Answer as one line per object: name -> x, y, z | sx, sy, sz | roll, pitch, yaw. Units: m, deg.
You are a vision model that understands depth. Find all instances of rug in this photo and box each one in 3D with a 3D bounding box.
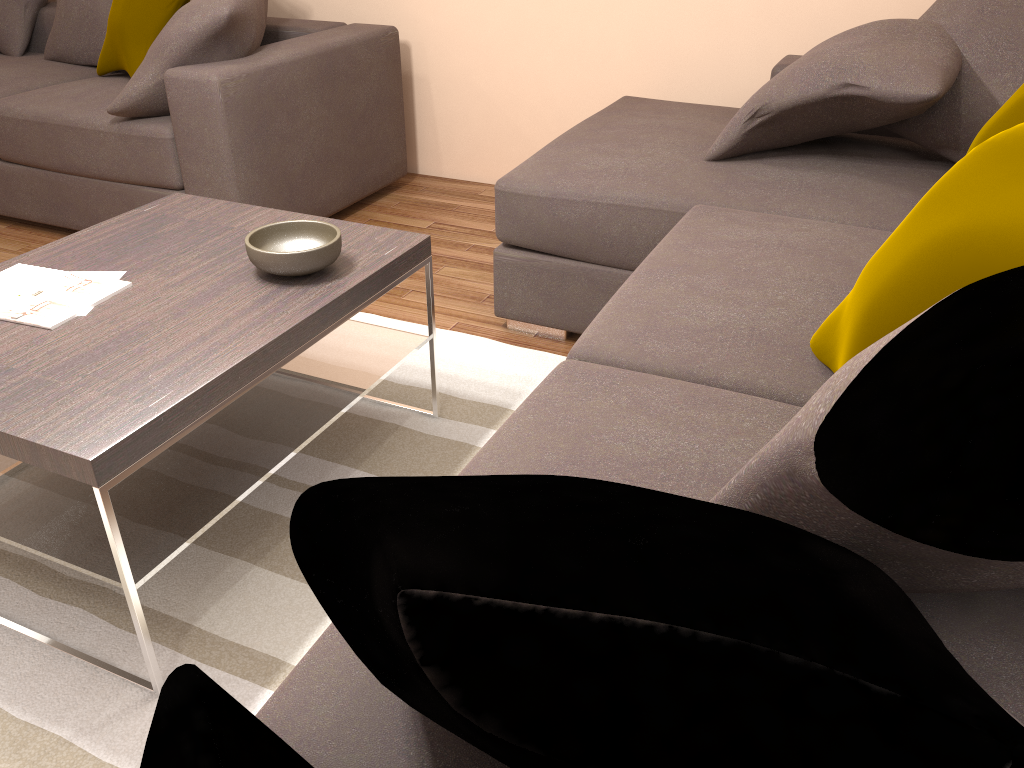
rug -> -0.836, 0.264, 2.289 | 1.791, 0.024, 2.122 | 13, 33, 21

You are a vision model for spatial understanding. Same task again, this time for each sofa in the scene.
sofa -> -2.521, -1.250, 4.169 | 3.565, 0.776, 1.906 | 13, 33, 21
sofa -> 0.579, -0.073, 2.125 | 1.906, 0.776, 3.565 | 13, 33, 21

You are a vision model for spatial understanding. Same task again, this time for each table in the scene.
table -> -0.830, 0.020, 2.153 | 0.856, 0.558, 1.110 | 13, 33, 21

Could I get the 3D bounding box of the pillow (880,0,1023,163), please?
pillow -> 1.459, -1.015, 2.738 | 0.483, 0.578, 0.806 | -11, 32, -17

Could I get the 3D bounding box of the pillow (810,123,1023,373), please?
pillow -> 0.709, -0.115, 1.387 | 0.382, 0.492, 0.658 | 7, 31, 12

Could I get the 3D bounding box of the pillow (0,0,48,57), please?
pillow -> -2.674, -2.082, 4.739 | 0.787, 0.576, 0.431 | 23, 37, 34

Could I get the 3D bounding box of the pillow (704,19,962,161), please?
pillow -> 1.030, -0.909, 2.780 | 0.645, 0.415, 0.792 | 16, 34, 26

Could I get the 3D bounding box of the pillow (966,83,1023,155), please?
pillow -> 1.366, -0.619, 2.305 | 0.335, 0.486, 0.631 | 15, 33, 24

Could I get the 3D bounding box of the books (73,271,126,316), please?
books -> -1.073, -0.200, 1.987 | 0.332, 0.008, 0.241 | -1, 30, -1

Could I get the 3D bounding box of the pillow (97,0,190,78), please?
pillow -> -1.587, -1.586, 3.893 | 0.382, 0.492, 0.658 | -24, 38, -34

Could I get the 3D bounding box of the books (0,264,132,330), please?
books -> -1.062, -0.198, 1.970 | 0.332, 0.010, 0.241 | 10, 32, 17

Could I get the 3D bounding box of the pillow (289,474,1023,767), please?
pillow -> 0.111, 0.280, 0.768 | 0.749, 0.470, 0.560 | 11, 32, 18

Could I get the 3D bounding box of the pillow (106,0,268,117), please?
pillow -> -1.260, -1.347, 3.519 | 0.560, 0.470, 0.749 | -2, 30, -3

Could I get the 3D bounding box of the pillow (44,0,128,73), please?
pillow -> -1.934, -1.843, 4.302 | 0.783, 0.590, 0.459 | 16, 34, 25

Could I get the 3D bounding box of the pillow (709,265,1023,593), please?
pillow -> 0.605, 0.012, 0.941 | 0.811, 0.635, 0.399 | -9, 31, -15

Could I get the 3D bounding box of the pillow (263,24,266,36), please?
pillow -> -1.307, -1.609, 4.057 | 0.399, 0.635, 0.811 | -12, 32, -19

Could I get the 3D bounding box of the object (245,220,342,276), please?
object -> -0.509, -0.310, 2.083 | 0.219, 0.081, 0.219 | 16, 34, 26
